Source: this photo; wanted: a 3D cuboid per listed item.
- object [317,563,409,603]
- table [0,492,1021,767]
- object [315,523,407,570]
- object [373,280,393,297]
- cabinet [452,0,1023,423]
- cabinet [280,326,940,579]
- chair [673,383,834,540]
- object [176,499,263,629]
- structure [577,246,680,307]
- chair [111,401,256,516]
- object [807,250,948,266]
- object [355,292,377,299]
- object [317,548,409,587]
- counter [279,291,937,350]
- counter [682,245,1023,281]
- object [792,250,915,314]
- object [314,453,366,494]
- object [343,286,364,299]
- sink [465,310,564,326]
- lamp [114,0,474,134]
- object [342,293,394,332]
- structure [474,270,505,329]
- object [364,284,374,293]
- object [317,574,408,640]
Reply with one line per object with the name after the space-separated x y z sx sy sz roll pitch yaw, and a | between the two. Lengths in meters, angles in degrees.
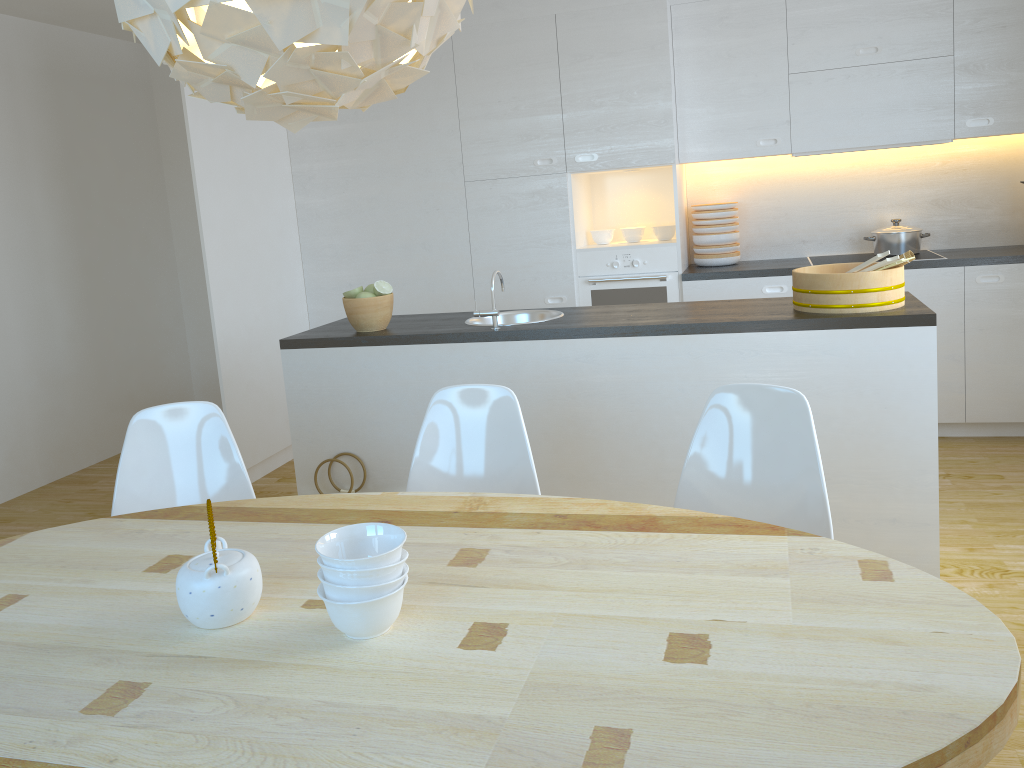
-0.247 0.351 1.495 0.152 0.092 0.152 -12 13 -33 | object
-0.277 0.751 1.668 2.188 0.718 1.207 -2 11 15 | table
-0.249 0.300 1.487 0.152 0.086 0.153 6 15 44 | object
-0.521 -0.380 3.556 0.074 0.071 0.078 4 13 41 | object
1.351 -0.956 4.911 3.199 2.280 0.486 -2 9 16 | cabinet
0.343 0.216 3.552 2.399 0.902 0.607 -1 10 16 | cabinet
0.528 0.494 2.162 0.430 0.893 0.527 2 11 36 | chair
-0.523 0.312 1.593 0.147 0.209 0.179 -2 10 16 | object
0.655 -0.455 4.960 0.560 0.590 0.050 -2 9 16 | structure
-0.925 0.543 2.505 0.430 0.893 0.527 -7 9 -13 | chair
1.972 -0.687 4.846 0.653 0.013 0.568 -1 12 16 | object
-0.580 -0.329 3.548 0.098 0.085 0.082 -8 10 -18 | object
-0.247 0.327 1.494 0.152 0.095 0.152 2 13 33 | object
0.304 -0.248 3.484 2.399 0.040 0.607 -1 12 16 | counter
1.969 -0.669 4.846 1.999 0.039 0.607 -1 12 16 | counter
1.219 -0.383 3.154 0.431 0.212 0.381 6 15 44 | object
-0.613 0.618 3.021 0.471 0.496 1.201 -6 11 -5 | object
-0.644 -0.362 3.591 0.084 0.065 0.086 1 12 28 | object
0.016 -0.197 3.613 0.406 0.155 0.406 -12 13 -31 | sink
-0.396 -0.997 1.466 0.638 1.124 0.653 -2 9 16 | lamp
-0.578 -0.290 3.591 0.206 0.140 0.206 -9 11 -21 | object
-0.082 -0.328 3.397 0.097 0.213 0.164 -2 10 17 | structure
-0.560 -0.361 3.623 0.102 0.098 0.087 3 12 37 | object
-0.248 0.375 1.496 0.153 0.082 0.152 -12 13 -33 | object
